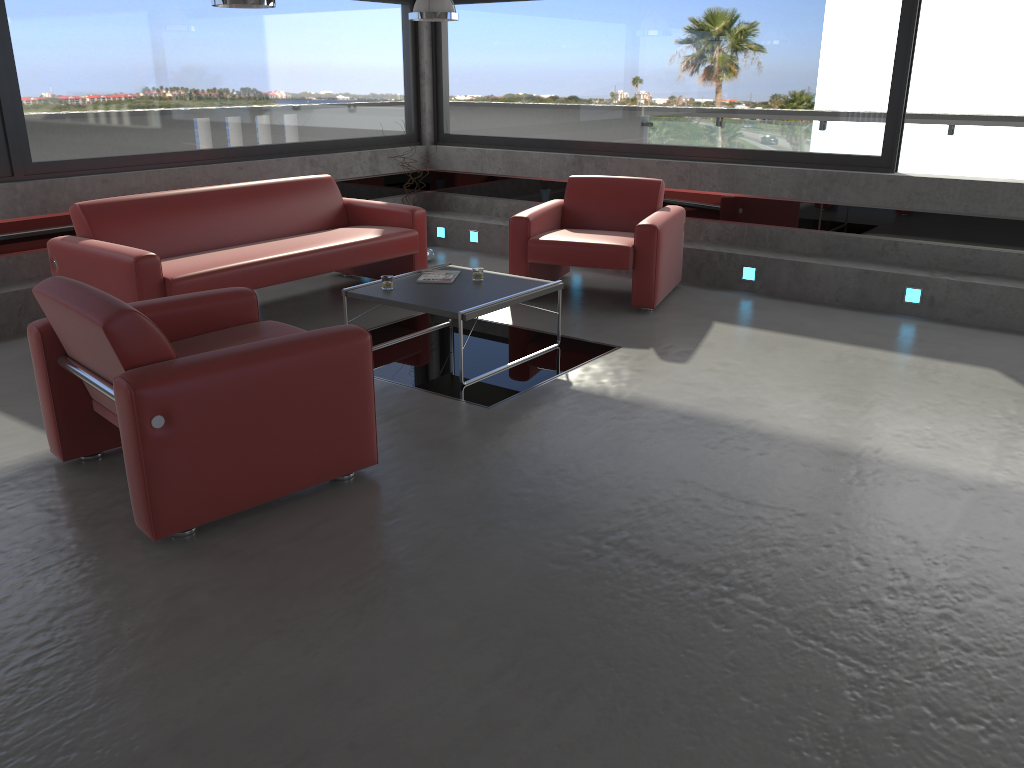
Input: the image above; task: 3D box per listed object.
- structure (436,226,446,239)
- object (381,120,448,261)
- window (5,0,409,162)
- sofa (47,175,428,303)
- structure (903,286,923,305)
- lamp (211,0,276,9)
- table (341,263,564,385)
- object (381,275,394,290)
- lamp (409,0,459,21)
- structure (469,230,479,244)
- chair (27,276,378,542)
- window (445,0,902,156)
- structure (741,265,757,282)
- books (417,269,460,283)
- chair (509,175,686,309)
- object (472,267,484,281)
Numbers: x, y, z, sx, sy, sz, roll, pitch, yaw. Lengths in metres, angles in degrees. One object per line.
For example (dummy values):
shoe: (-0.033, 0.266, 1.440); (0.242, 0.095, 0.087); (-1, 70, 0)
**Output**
structure: (-0.730, -1.555, 9.088); (0.123, 0.123, 0.004); (14, 23, 34)
object: (-0.935, -1.800, 8.290); (0.466, 1.289, 0.531); (-16, 25, -38)
window: (-3.378, -2.219, 6.203); (0.003, 1.364, 7.800); (14, 23, 34)
sofa: (-1.843, -0.997, 6.536); (1.120, 0.854, 2.626); (14, 23, 34)
structure: (2.953, -0.651, 6.531); (0.123, 0.123, 0.004); (14, 23, 34)
lamp: (-1.675, -2.559, 5.473); (0.389, 0.422, 0.388); (14, 23, 34)
table: (-0.362, -0.419, 5.646); (0.994, 0.436, 1.018); (14, 23, 34)
object: (-0.774, -0.630, 5.507); (0.079, 0.077, 0.079); (7, 20, 18)
lamp: (-0.607, -3.036, 6.842); (0.388, 0.422, 0.389); (9, 21, 24)
structure: (-0.380, -1.469, 8.846); (0.123, 0.123, 0.004); (14, 23, 34)
chair: (-1.331, -0.076, 3.910); (1.130, 0.854, 1.196); (-17, 26, -41)
window: (1.090, -2.832, 7.985); (4.583, 1.364, 0.003); (14, 23, 34)
structure: (1.934, -0.901, 7.238); (0.123, 0.123, 0.004); (14, 23, 34)
books: (-0.479, -0.709, 5.819); (0.228, 0.022, 0.326); (2, 19, 6)
chair: (0.686, -1.171, 7.049); (1.196, 0.854, 1.130); (7, 21, 20)
object: (-0.220, -0.712, 5.743); (0.079, 0.077, 0.079); (18, 26, 41)
